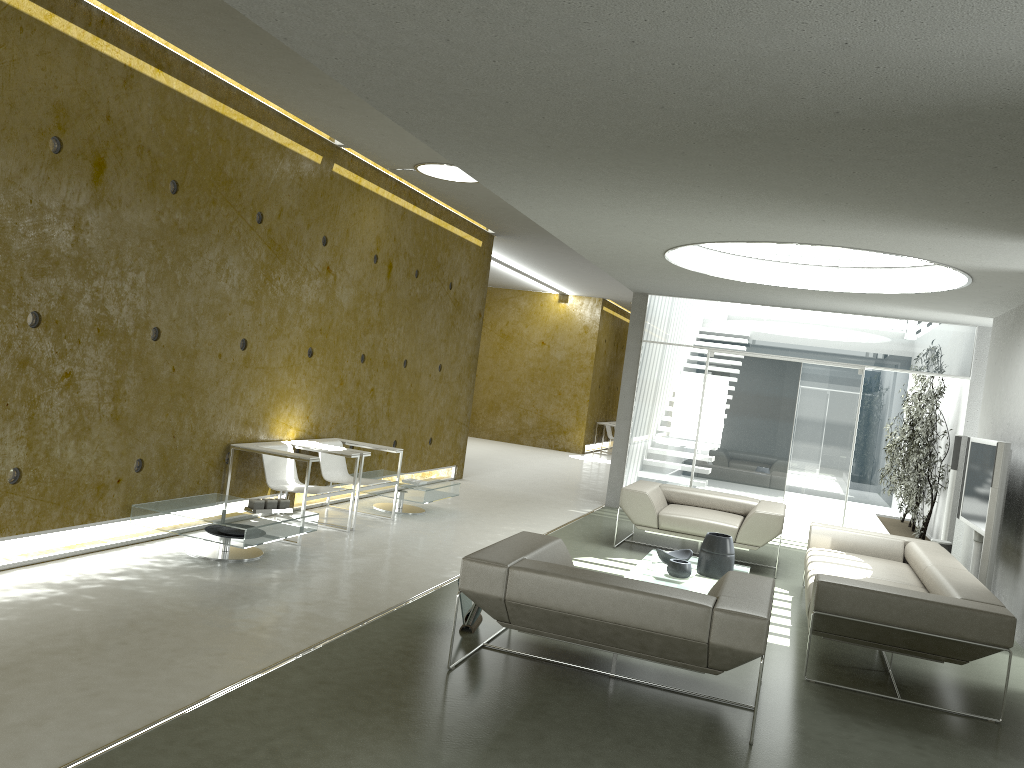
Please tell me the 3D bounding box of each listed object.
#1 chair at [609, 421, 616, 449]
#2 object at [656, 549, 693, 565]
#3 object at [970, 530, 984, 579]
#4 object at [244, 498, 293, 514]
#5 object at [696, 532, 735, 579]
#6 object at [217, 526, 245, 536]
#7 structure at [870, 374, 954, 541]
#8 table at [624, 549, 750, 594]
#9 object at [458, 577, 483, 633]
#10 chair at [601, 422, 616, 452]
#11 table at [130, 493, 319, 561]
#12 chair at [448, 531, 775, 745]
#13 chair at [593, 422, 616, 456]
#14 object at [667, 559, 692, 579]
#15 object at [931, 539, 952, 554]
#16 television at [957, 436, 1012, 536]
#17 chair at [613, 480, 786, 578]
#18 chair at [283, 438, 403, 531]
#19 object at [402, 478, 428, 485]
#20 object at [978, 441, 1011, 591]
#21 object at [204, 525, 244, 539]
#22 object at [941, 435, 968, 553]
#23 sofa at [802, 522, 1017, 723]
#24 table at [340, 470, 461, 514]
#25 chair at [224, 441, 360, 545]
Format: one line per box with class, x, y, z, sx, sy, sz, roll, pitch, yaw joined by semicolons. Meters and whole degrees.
chair;2.796;1.279;21.283;0.710;0.667;0.800;8;1;18
object;1.240;1.330;6.802;0.317;0.125;0.223;7;1;-35
object;3.906;1.587;7.600;0.323;0.689;0.882;8;1;18
object;-1.727;0.859;6.307;0.118;0.097;0.326;8;1;43
object;1.526;1.276;6.605;0.265;0.309;0.265;7;1;1
object;-1.866;0.998;5.972;0.239;0.027;0.239;8;1;35
structure;5.252;0.755;11.645;0.646;2.589;3.371;8;1;18
table;1.310;1.505;6.578;0.790;0.200;1.500;8;1;18
object;-0.237;1.275;5.219;0.216;0.288;0.329;8;1;8
chair;2.532;1.255;20.469;0.710;0.667;0.800;8;1;18
table;-1.993;1.025;6.207;0.900;0.300;0.900;8;1;18
chair;0.567;1.239;4.641;1.481;0.583;1.039;8;1;18
chair;2.268;1.231;19.655;0.710;0.667;0.800;8;1;18
object;1.209;1.336;6.407;0.177;0.113;0.177;7;1;-1
object;4.015;1.706;8.359;0.175;0.461;0.185;8;1;13
television;4.053;0.865;7.574;0.127;0.781;1.603;8;1;18
chair;1.831;1.356;8.539;1.481;0.583;1.039;8;1;18
chair;-1.513;0.881;8.000;0.710;0.667;0.800;8;1;18
object;-0.960;0.963;8.732;0.197;0.029;0.189;8;1;18
object;3.554;1.159;6.580;0.310;1.469;0.310;7;1;-5
object;-1.866;1.001;5.972;0.394;0.027;0.394;8;1;1
object;4.307;1.232;8.687;0.310;1.469;0.310;7;1;-45
sofa;2.577;1.481;6.164;1.037;0.585;2.791;8;1;18
table;-1.114;1.107;8.916;0.900;0.300;0.900;8;1;18
chair;-1.777;0.856;7.186;0.710;0.667;0.800;8;1;18
